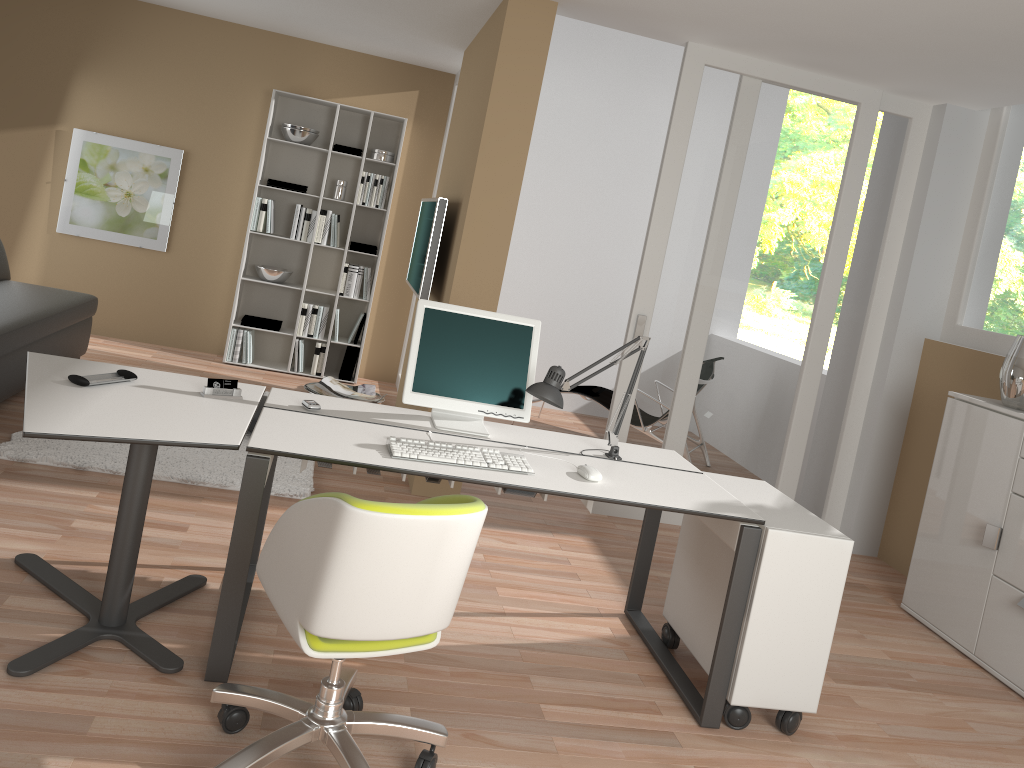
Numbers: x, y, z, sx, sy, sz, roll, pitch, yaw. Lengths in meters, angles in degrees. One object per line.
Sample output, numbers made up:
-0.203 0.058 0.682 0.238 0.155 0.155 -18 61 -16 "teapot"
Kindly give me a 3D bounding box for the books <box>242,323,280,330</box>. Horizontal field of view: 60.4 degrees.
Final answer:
-1.988 -0.473 6.976 0.296 0.006 0.214 9 10 -13 "books"

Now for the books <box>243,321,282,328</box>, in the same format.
-1.982 -0.489 6.974 0.296 0.006 0.214 10 10 -10 "books"

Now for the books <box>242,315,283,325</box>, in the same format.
-1.974 -0.509 6.976 0.296 0.006 0.214 9 10 -12 "books"

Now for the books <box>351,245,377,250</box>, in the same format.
-1.193 -1.107 7.095 0.209 0.008 0.302 9 10 -12 "books"

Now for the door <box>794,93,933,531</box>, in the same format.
1.605 -0.432 5.048 1.182 2.630 0.046 11 3 -11 "door"

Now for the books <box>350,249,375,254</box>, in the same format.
-1.202 -1.075 7.097 0.209 0.006 0.302 9 10 -12 "books"

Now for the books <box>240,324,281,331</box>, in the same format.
-1.988 -0.461 6.977 0.296 0.006 0.214 9 10 -12 "books"

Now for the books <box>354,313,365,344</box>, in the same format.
-1.236 -0.451 7.125 0.043 0.236 0.214 11 6 -12 "books"

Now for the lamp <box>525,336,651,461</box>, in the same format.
0.245 0.069 3.093 0.142 0.525 0.536 14 6 43 "lamp"

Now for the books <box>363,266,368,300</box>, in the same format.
-1.181 -0.817 7.084 0.060 0.258 0.211 11 5 -12 "books"

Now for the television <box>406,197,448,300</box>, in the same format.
-0.533 -0.849 5.374 0.054 0.573 1.193 11 8 -12 "television"

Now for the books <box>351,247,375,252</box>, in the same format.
-1.199 -1.091 7.094 0.209 0.006 0.302 9 10 -12 "books"

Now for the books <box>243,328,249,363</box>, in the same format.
-2.098 -0.309 6.945 0.060 0.258 0.210 11 5 -12 "books"

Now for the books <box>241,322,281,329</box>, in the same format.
-1.983 -0.478 6.977 0.296 0.006 0.214 9 10 -12 "books"

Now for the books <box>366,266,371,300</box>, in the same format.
-1.156 -0.812 7.088 0.060 0.258 0.210 11 5 -12 "books"

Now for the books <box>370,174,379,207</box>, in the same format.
-1.100 -1.542 7.026 0.020 0.257 0.210 11 5 -12 "books"

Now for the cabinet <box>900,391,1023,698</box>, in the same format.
2.298 0.741 3.560 0.415 1.074 1.547 11 7 -12 "cabinet"

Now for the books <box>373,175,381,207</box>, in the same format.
-1.081 -1.540 7.037 0.020 0.257 0.210 11 5 -12 "books"

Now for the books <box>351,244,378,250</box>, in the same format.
-1.192 -1.112 7.095 0.209 0.008 0.302 9 10 -12 "books"

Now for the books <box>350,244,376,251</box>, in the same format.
-1.199 -1.103 7.095 0.209 0.006 0.302 10 10 -11 "books"

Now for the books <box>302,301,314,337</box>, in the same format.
-1.625 -0.520 7.022 0.040 0.257 0.210 11 5 -12 "books"

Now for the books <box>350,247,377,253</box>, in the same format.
-1.201 -1.087 7.098 0.209 0.006 0.302 9 10 -14 "books"

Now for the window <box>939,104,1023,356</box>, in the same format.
2.985 -0.746 3.265 0.045 1.779 3.694 11 8 -12 "window"

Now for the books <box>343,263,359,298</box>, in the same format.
-1.288 -0.833 7.053 0.076 0.257 0.210 11 5 -12 "books"

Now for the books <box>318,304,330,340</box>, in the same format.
-1.504 -0.500 7.044 0.040 0.257 0.210 11 5 -12 "books"

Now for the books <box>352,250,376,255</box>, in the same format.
-1.205 -1.070 7.097 0.209 0.007 0.302 9 10 -12 "books"

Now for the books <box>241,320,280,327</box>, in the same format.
-1.981 -0.495 6.979 0.296 0.008 0.214 9 10 -12 "books"

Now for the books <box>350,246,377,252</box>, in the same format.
-1.198 -1.096 7.094 0.209 0.006 0.302 9 10 -12 "books"

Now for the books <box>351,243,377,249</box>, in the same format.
-1.194 -1.118 7.091 0.209 0.007 0.302 9 10 -12 "books"

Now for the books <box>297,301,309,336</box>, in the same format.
-1.664 -0.525 7.007 0.040 0.257 0.210 11 5 -12 "books"

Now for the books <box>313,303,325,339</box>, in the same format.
-1.545 -0.506 7.036 0.040 0.257 0.210 11 5 -12 "books"

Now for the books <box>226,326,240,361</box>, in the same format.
-2.193 -0.324 6.930 0.040 0.257 0.210 11 5 -12 "books"

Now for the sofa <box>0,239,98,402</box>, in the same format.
-3.065 -0.422 4.853 0.947 0.827 2.295 10 9 -12 "sofa"

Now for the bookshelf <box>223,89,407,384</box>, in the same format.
-1.560 -1.160 7.027 1.034 2.127 0.336 11 3 -11 "bookshelf"

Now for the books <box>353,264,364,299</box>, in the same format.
-1.232 -0.826 7.078 0.040 0.257 0.210 11 5 -12 "books"

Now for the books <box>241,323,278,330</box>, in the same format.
-1.987 -0.467 6.977 0.296 0.006 0.214 9 10 -12 "books"

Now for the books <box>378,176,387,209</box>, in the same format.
-1.040 -1.533 7.044 0.020 0.257 0.210 11 5 -12 "books"

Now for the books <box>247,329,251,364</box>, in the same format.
-2.073 -0.302 6.946 0.058 0.256 0.210 11 5 -12 "books"

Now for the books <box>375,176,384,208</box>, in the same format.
-1.060 -1.536 7.039 0.020 0.257 0.210 11 5 -12 "books"

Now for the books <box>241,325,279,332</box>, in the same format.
-1.990 -0.456 6.976 0.296 0.007 0.214 9 10 -12 "books"

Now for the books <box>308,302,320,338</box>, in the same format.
-1.584 -0.513 7.027 0.040 0.257 0.210 11 5 -12 "books"

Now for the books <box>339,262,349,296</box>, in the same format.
-1.349 -0.844 7.045 0.040 0.257 0.210 11 5 -12 "books"

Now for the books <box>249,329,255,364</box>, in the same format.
-2.059 -0.305 6.965 0.058 0.256 0.210 11 5 -12 "books"

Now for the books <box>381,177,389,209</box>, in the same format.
-1.019 -1.530 7.048 0.020 0.257 0.210 11 5 -12 "books"

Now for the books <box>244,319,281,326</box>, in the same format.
-1.976 -0.504 6.974 0.296 0.007 0.214 9 10 -12 "books"

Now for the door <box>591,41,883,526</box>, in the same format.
1.264 -0.479 4.923 1.182 2.630 0.061 11 3 -11 "door"

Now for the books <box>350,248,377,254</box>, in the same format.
-1.201 -1.080 7.096 0.209 0.006 0.302 9 10 -12 "books"

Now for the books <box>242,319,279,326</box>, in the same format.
-1.980 -0.500 6.979 0.296 0.008 0.214 9 10 -12 "books"

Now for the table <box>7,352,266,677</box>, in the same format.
-1.255 0.381 2.714 0.806 0.682 0.941 10 7 -15 "table"

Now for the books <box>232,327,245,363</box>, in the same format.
-2.147 -0.315 6.934 0.040 0.257 0.210 11 5 -12 "books"

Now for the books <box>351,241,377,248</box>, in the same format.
-1.192 -1.122 7.090 0.209 0.006 0.302 9 10 -12 "books"

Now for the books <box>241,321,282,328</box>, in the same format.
-1.982 -0.483 6.976 0.296 0.006 0.214 9 10 -12 "books"
